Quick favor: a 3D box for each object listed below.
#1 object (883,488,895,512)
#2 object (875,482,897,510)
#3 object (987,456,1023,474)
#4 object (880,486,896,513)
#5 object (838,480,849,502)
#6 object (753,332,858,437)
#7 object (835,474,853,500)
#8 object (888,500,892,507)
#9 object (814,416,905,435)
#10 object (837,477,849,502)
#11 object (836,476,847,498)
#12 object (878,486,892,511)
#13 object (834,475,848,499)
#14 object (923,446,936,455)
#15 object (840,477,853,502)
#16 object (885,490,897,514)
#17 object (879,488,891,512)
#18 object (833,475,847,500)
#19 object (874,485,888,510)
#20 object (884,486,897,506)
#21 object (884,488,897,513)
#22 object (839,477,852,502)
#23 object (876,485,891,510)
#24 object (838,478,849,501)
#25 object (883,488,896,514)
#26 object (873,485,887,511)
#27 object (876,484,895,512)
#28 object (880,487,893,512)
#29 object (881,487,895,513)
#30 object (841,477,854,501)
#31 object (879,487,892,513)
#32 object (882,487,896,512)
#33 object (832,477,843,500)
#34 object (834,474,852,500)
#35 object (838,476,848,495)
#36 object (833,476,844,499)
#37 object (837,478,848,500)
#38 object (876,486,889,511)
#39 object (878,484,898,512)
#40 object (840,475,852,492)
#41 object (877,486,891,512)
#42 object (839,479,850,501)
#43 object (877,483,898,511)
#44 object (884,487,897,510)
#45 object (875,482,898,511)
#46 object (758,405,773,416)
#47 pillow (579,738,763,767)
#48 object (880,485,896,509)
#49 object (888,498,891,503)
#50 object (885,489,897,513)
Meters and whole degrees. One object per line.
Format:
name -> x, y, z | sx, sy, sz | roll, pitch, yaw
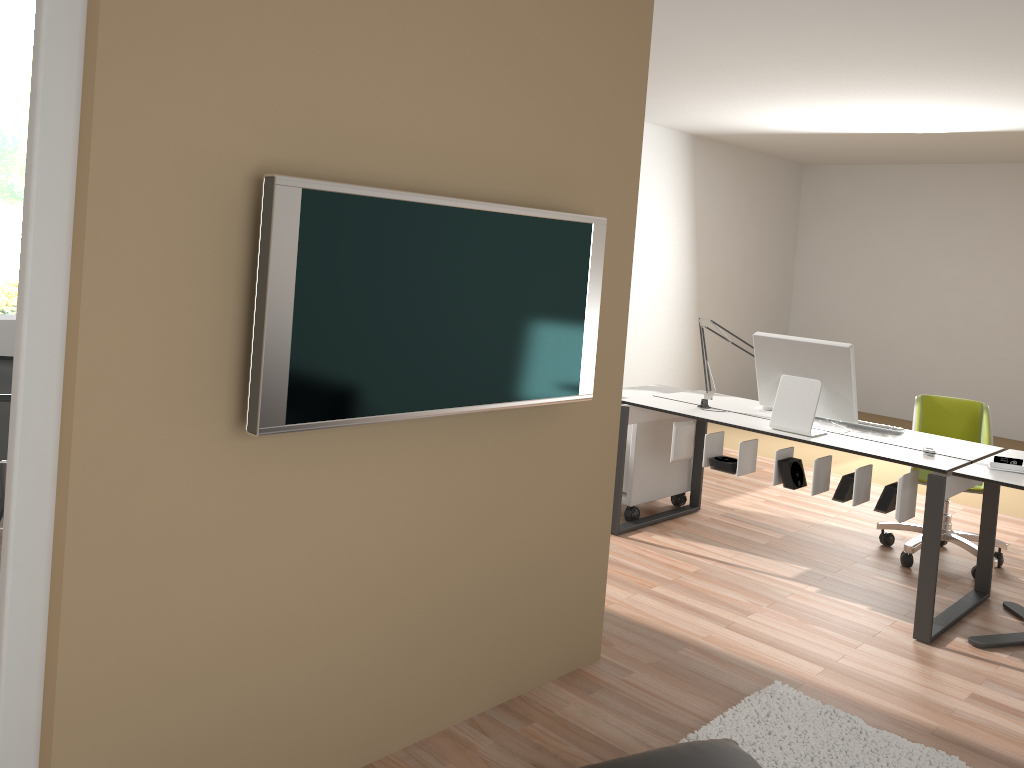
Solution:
object -> 1.577, 0.471, 3.629 | 0.040, 0.113, 0.133 | 7, 6, 43
object -> 1.554, 0.466, 3.651 | 0.040, 0.113, 0.133 | 7, 6, 43
object -> 1.982, 0.318, 3.521 | 0.131, 0.055, 0.049 | 7, 5, 19
object -> 1.572, 0.470, 3.634 | 0.040, 0.113, 0.133 | 7, 6, 43
object -> 1.444, 0.442, 3.756 | 0.040, 0.113, 0.133 | 7, 6, 43
object -> 1.329, 0.001, 4.020 | 0.470, 0.429, 0.197 | 10, 6, 43
object -> 1.432, 0.439, 3.767 | 0.040, 0.113, 0.133 | 7, 6, 43
object -> 1.585, 0.473, 3.621 | 0.040, 0.113, 0.133 | 7, 6, 43
object -> 1.591, 0.214, 4.223 | 0.460, 0.079, 0.388 | 11, 11, 38
object -> 1.441, 0.441, 3.759 | 0.040, 0.113, 0.133 | 7, 6, 43
object -> 1.434, 0.439, 3.766 | 0.040, 0.113, 0.133 | 7, 6, 43
object -> 1.564, 0.468, 3.642 | 0.040, 0.113, 0.133 | 7, 6, 43
object -> 1.429, 0.438, 3.770 | 0.040, 0.113, 0.133 | 7, 6, 43
object -> 1.764, 0.282, 3.721 | 0.047, 0.021, 0.084 | 8, 9, 22
object -> 1.449, 0.443, 3.751 | 0.040, 0.113, 0.133 | 7, 6, 43
object -> 1.585, 0.473, 3.621 | 0.040, 0.113, 0.133 | 7, 6, 43
object -> 1.567, 0.469, 3.638 | 0.040, 0.113, 0.133 | 7, 6, 43
object -> 1.427, 0.438, 3.772 | 0.040, 0.113, 0.133 | 7, 6, 43
object -> 1.552, 0.466, 3.653 | 0.040, 0.113, 0.133 | 7, 6, 43
object -> 1.573, 0.470, 3.632 | 0.040, 0.113, 0.133 | 7, 6, 43
object -> 1.582, 0.472, 3.624 | 0.040, 0.113, 0.133 | 7, 6, 43
object -> 1.447, 0.442, 3.753 | 0.040, 0.113, 0.133 | 7, 6, 43
object -> 1.557, 0.467, 3.648 | 0.040, 0.113, 0.133 | 7, 6, 43
object -> 1.442, 0.441, 3.758 | 0.040, 0.113, 0.133 | 7, 6, 43
object -> 1.580, 0.472, 3.626 | 0.040, 0.113, 0.133 | 7, 6, 43
object -> 1.550, 0.465, 3.654 | 0.040, 0.113, 0.133 | 7, 6, 43
object -> 1.560, 0.467, 3.645 | 0.040, 0.113, 0.133 | 7, 6, 43
object -> 1.570, 0.470, 3.635 | 0.040, 0.113, 0.133 | 7, 6, 43
object -> 1.573, 0.471, 3.632 | 0.040, 0.113, 0.133 | 7, 6, 43
object -> 1.451, 0.443, 3.750 | 0.040, 0.113, 0.133 | 7, 6, 43
object -> 1.569, 0.469, 3.637 | 0.040, 0.113, 0.133 | 7, 6, 43
object -> 1.575, 0.471, 3.630 | 0.040, 0.113, 0.133 | 7, 6, 43
object -> 1.424, 0.437, 3.775 | 0.040, 0.113, 0.133 | 7, 6, 43
object -> 1.431, 0.439, 3.769 | 0.040, 0.113, 0.133 | 7, 6, 43
object -> 1.436, 0.439, 3.764 | 0.040, 0.113, 0.133 | 7, 6, 43
object -> 1.426, 0.438, 3.773 | 0.040, 0.113, 0.133 | 7, 6, 43
object -> 1.439, 0.441, 3.761 | 0.040, 0.113, 0.133 | 7, 6, 43
object -> 1.559, 0.467, 3.646 | 0.040, 0.113, 0.133 | 7, 6, 43
object -> 1.565, 0.468, 3.640 | 0.040, 0.113, 0.133 | 7, 6, 43
object -> 1.437, 0.440, 3.763 | 0.040, 0.113, 0.133 | 7, 6, 43
object -> 1.562, 0.468, 3.643 | 0.040, 0.113, 0.133 | 7, 6, 43
object -> 1.446, 0.442, 3.754 | 0.040, 0.113, 0.133 | 7, 6, 43
object -> 1.560, 0.468, 3.645 | 0.040, 0.113, 0.133 | 7, 6, 43
object -> 1.578, 0.471, 3.628 | 0.040, 0.113, 0.133 | 7, 6, 43
object -> 1.555, 0.466, 3.650 | 0.040, 0.113, 0.133 | 7, 6, 43
object -> 1.318, 0.155, 4.465 | 0.141, 0.079, 0.372 | 7, 9, 22
pillow -> 0.436, 1.033, 2.015 | 0.580, 0.208, 0.616 | 1, 8, -21
object -> 1.567, 0.469, 3.639 | 0.040, 0.113, 0.133 | 7, 6, 43
object -> 1.580, 0.472, 3.626 | 0.040, 0.113, 0.133 | 7, 6, 43
object -> 1.583, 0.473, 3.623 | 0.040, 0.113, 0.133 | 7, 6, 43
